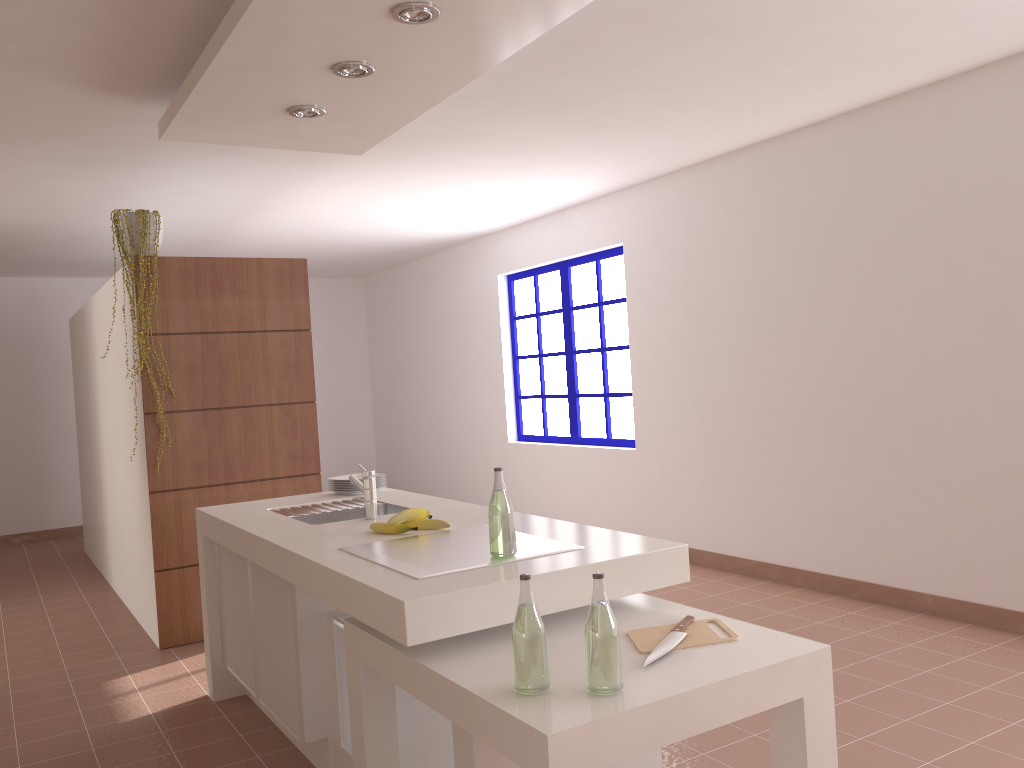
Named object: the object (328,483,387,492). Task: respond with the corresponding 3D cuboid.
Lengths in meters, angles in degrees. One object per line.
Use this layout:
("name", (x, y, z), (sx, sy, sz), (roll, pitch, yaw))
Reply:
("object", (-0.688, 0.463, 3.957), (0.228, 0.020, 0.228), (-3, 1, 41))

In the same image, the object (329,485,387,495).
("object", (-0.688, 0.473, 3.957), (0.228, 0.020, 0.228), (-3, 1, 41))

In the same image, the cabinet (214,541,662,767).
("cabinet", (-0.379, 0.923, 3.017), (0.737, 0.700, 2.048), (-4, 1, -31))

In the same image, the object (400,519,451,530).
("object", (-0.287, 0.451, 2.847), (0.207, 0.033, 0.060), (-4, 1, 14))

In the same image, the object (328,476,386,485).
("object", (-0.690, 0.432, 3.957), (0.228, 0.020, 0.228), (-3, 1, 41))

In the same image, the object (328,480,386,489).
("object", (-0.689, 0.452, 3.957), (0.228, 0.020, 0.228), (-3, 1, 41))

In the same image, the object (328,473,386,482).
("object", (-0.691, 0.422, 3.956), (0.228, 0.020, 0.228), (-3, 1, 41))

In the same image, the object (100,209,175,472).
("object", (-1.880, -0.211, 4.518), (0.279, 1.344, 0.297), (-3, 1, 18))

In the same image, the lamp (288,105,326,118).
("lamp", (-0.804, -1.084, 3.469), (0.143, 0.059, 0.143), (-4, 0, -3))

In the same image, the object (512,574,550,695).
("object", (0.033, 0.495, 1.765), (0.071, 0.230, 0.071), (-3, 1, 40))

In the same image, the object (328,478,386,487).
("object", (-0.690, 0.442, 3.957), (0.228, 0.020, 0.228), (-3, 1, 41))

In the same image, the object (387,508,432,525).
("object", (-0.317, 0.425, 2.856), (0.047, 0.055, 0.207), (-3, 1, 36))

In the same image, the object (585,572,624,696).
("object", (0.176, 0.486, 1.737), (0.071, 0.230, 0.071), (-3, 1, 40))

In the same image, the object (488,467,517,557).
("object", (-0.029, 0.335, 2.329), (0.071, 0.230, 0.071), (-3, 1, 40))

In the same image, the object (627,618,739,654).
("object", (0.393, 0.582, 2.054), (0.266, 0.006, 0.168), (-4, 1, -14))

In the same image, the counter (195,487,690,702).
("counter", (-0.415, 0.875, 3.063), (0.821, 0.800, 2.156), (-4, 1, -31))

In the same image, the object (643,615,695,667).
("object", (0.363, 0.578, 2.005), (0.041, 0.008, 0.375), (-3, 1, 26))

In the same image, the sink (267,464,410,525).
("sink", (-0.660, 0.481, 3.418), (0.404, 0.368, 0.668), (-4, 1, -31))

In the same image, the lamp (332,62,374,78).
("lamp", (-0.546, -1.096, 3.042), (0.143, 0.059, 0.143), (-4, 0, -3))

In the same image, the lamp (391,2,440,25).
("lamp", (-0.285, -1.109, 2.610), (0.143, 0.059, 0.143), (-3, 1, 42))

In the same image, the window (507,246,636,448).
("window", (0.456, -0.243, 6.907), (0.035, 1.430, 1.699), (-4, 1, -31))

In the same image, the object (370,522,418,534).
("object", (-0.390, 0.457, 2.816), (0.207, 0.033, 0.060), (-3, 1, 39))

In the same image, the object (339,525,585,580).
("object", (-0.156, 0.460, 2.490), (0.493, 0.006, 0.551), (-4, 1, -31))

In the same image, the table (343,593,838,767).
("table", (0.138, 0.924, 2.163), (0.737, 0.647, 1.003), (-4, 1, -31))
